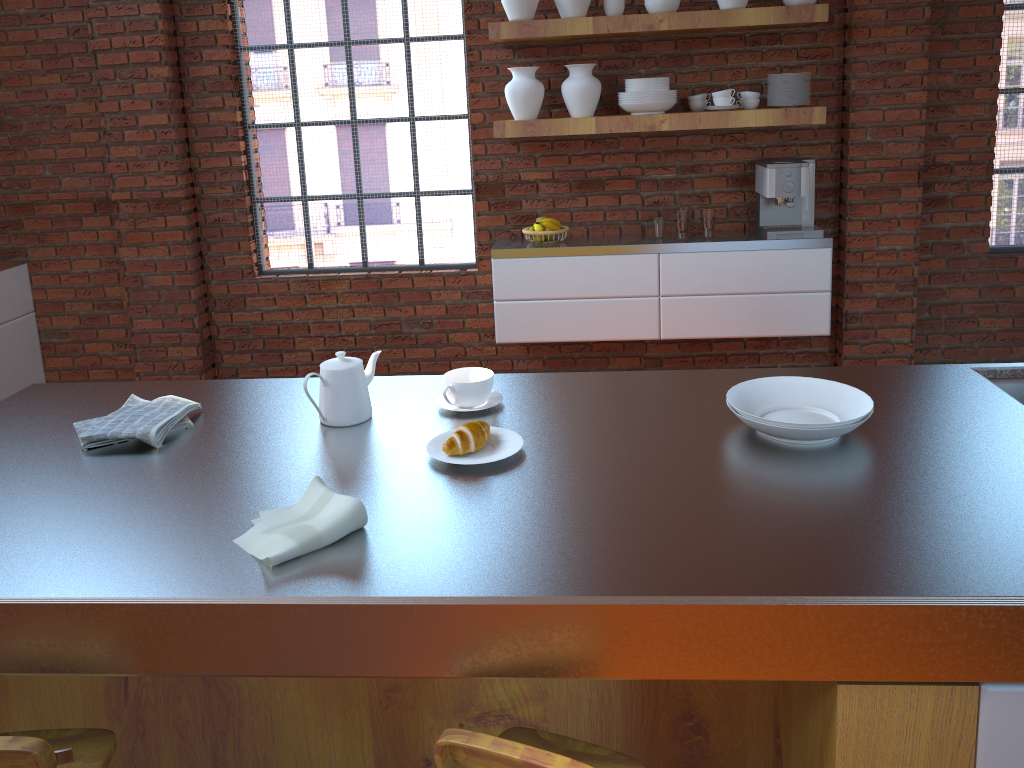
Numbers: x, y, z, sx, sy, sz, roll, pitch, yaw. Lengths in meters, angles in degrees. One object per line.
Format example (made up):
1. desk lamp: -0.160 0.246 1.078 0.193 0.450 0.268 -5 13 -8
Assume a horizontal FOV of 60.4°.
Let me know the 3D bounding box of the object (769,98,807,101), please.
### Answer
1. object: 1.312 -1.346 4.173 0.195 0.013 0.200 4 19 21

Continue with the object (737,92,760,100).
1. object: 1.145 -1.382 4.243 0.100 0.057 0.094 6 19 27

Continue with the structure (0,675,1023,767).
1. structure: 0.256 0.626 1.825 3.117 0.747 1.054 -1 16 5

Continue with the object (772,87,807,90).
1. object: 1.310 -1.394 4.163 0.195 0.013 0.200 4 19 21

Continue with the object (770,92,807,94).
1. object: 1.311 -1.372 4.167 0.195 0.013 0.200 4 19 21

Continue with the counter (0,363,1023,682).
1. counter: 0.235 0.195 1.727 3.140 0.127 1.056 -1 18 5

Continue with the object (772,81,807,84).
1. object: 1.308 -1.421 4.157 0.195 0.013 0.200 4 19 21

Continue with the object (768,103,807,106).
1. object: 1.313 -1.324 4.177 0.195 0.013 0.200 4 19 21

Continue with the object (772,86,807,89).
1. object: 1.309 -1.399 4.162 0.195 0.013 0.200 4 19 21

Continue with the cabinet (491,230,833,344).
1. cabinet: 0.729 -0.498 4.428 1.621 0.464 0.347 -1 14 5

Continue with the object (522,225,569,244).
1. object: 0.171 -0.747 4.420 0.239 0.069 0.239 -16 22 -35

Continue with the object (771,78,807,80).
1. object: 1.308 -1.435 4.154 0.195 0.013 0.200 4 19 21

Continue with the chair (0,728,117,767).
1. chair: -0.753 0.817 1.413 0.338 0.732 0.347 -3 13 0

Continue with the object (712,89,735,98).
1. object: 0.990 -1.361 4.152 0.092 0.057 0.103 -6 17 -11

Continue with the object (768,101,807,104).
1. object: 1.313 -1.333 4.175 0.195 0.013 0.200 4 19 21

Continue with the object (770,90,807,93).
1. object: 1.310 -1.381 4.165 0.195 0.013 0.200 4 19 21

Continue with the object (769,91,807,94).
1. object: 1.310 -1.377 4.166 0.195 0.013 0.200 4 19 21

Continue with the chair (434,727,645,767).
1. chair: 0.075 0.800 1.341 0.339 0.732 0.346 3 14 24

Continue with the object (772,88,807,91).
1. object: 1.310 -1.390 4.163 0.195 0.013 0.200 4 19 21

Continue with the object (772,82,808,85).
1. object: 1.309 -1.416 4.158 0.195 0.013 0.200 4 19 21

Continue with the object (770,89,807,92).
1. object: 1.310 -1.386 4.164 0.195 0.013 0.200 4 19 21

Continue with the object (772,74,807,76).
1. object: 1.307 -1.452 4.151 0.195 0.013 0.200 4 19 21

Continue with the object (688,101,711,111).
1. object: 0.916 -1.365 4.327 0.092 0.045 0.101 -7 18 -14

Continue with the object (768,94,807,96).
1. object: 1.311 -1.364 4.169 0.195 0.013 0.200 4 19 21

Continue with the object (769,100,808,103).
1. object: 1.312 -1.337 4.174 0.195 0.013 0.200 4 19 21

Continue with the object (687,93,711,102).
1. object: 0.910 -1.395 4.318 0.092 0.057 0.102 -11 18 -25

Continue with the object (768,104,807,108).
1. object: 1.313 -1.319 4.178 0.195 0.013 0.200 4 19 21

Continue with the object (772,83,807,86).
1. object: 1.309 -1.412 4.159 0.195 0.013 0.200 4 19 21

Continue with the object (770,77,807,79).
1. object: 1.307 -1.439 4.153 0.195 0.013 0.200 4 19 21

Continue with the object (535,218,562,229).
1. object: 0.200 -0.788 4.375 0.067 0.082 0.187 10 21 41

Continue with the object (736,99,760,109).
1. object: 1.144 -1.349 4.244 0.100 0.045 0.094 11 22 38

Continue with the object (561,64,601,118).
1. object: 0.335 -1.415 4.250 0.193 0.243 0.196 -9 15 -22

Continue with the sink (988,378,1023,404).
1. sink: 1.409 0.131 1.939 0.612 0.194 0.421 -1 17 5

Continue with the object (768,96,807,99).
1. object: 1.312 -1.355 4.171 0.195 0.013 0.200 4 19 21

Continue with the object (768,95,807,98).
1. object: 1.311 -1.360 4.170 0.195 0.013 0.200 4 19 21

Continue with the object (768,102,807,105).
1. object: 1.313 -1.328 4.176 0.195 0.013 0.200 4 19 21

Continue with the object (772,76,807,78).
1. object: 1.307 -1.443 4.153 0.195 0.013 0.200 4 19 21

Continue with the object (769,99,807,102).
1. object: 1.312 -1.341 4.173 0.195 0.013 0.200 4 19 21

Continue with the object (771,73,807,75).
1. object: 1.306 -1.457 4.150 0.195 0.013 0.200 4 19 21

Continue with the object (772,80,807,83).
1. object: 1.308 -1.426 4.156 0.195 0.013 0.200 4 19 21

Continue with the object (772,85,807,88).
1. object: 1.309 -1.403 4.161 0.195 0.013 0.200 4 19 21

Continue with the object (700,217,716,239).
1. object: 0.956 -0.760 4.293 0.078 0.101 0.080 1 15 17

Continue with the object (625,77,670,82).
1. object: 0.647 -1.433 4.208 0.214 0.054 0.220 -4 18 -3

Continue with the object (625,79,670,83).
1. object: 0.647 -1.423 4.210 0.214 0.054 0.220 -4 18 -3

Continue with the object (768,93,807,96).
1. object: 1.311 -1.369 4.168 0.195 0.013 0.200 4 19 21

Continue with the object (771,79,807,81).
1. object: 1.308 -1.430 4.155 0.195 0.013 0.200 4 19 21

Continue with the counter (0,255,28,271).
1. counter: -3.105 -0.363 3.911 0.714 0.043 2.045 -1 18 5

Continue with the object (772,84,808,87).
1. object: 1.309 -1.407 4.160 0.195 0.013 0.200 4 19 21

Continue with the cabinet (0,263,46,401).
1. cabinet: -3.086 0.049 3.996 0.711 0.795 2.044 -2 17 5

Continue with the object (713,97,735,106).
1. object: 0.997 -1.332 4.160 0.092 0.045 0.102 -3 17 0

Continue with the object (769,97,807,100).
1. object: 1.312 -1.350 4.172 0.195 0.013 0.200 4 19 21

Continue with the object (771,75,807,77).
1. object: 1.307 -1.448 4.152 0.195 0.013 0.200 4 19 21
